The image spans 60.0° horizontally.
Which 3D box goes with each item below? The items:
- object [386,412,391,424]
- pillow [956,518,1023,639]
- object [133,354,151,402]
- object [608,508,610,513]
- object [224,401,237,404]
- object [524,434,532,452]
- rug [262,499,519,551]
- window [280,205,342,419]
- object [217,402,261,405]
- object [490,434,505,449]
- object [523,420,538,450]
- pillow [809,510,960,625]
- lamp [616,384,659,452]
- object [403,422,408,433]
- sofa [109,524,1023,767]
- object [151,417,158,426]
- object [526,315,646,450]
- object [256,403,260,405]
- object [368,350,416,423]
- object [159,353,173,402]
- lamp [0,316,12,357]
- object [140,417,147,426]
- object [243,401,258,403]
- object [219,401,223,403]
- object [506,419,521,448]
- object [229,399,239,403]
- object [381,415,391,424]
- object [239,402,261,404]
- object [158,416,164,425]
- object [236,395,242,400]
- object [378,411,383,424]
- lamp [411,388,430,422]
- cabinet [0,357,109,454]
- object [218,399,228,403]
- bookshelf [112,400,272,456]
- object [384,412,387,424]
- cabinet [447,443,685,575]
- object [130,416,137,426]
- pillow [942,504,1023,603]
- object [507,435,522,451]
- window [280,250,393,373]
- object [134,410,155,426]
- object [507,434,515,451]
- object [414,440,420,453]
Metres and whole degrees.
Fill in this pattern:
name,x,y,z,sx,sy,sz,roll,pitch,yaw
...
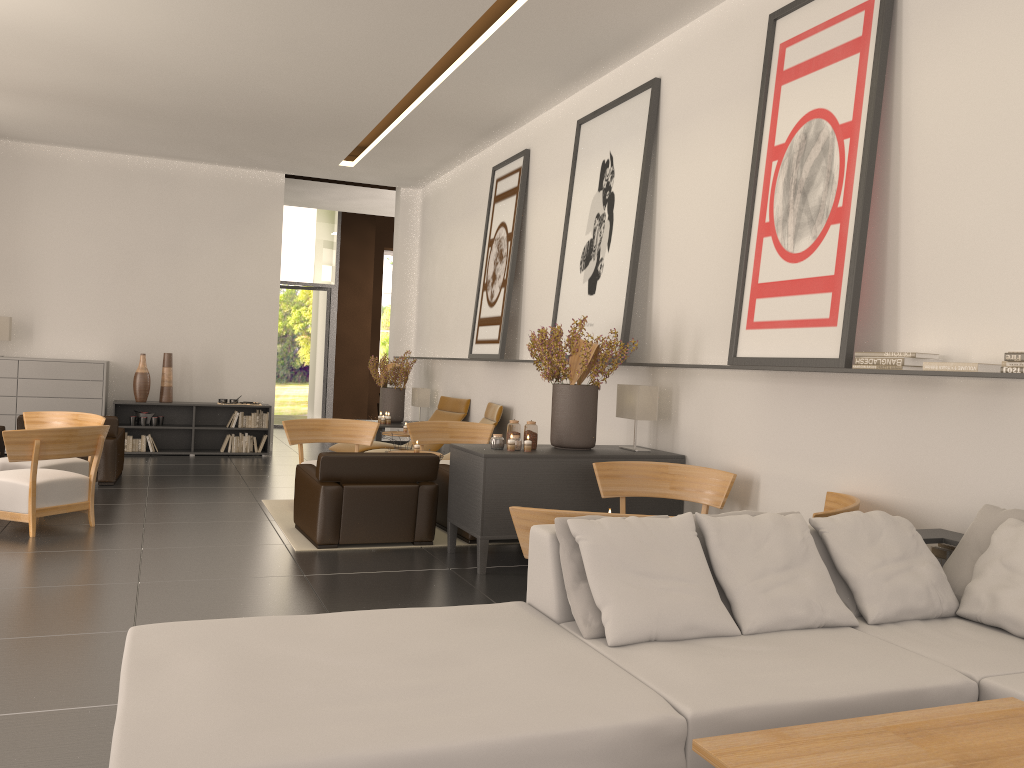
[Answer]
name,x,y,z,sx,sy,sz,roll,pitch,yaw
object,-2.545,0.703,18.271,0.104,0.254,0.104,3,0,29
pillow,3.038,1.136,5.151,0.586,0.596,0.819,2,1,-21
object,-7.538,-0.124,18.069,0.326,0.992,0.327,3,0,2
object,0.825,1.144,7.495,0.080,0.187,0.080,3,0,33
object,-5.971,0.389,18.799,0.292,0.058,0.086,2,1,-35
object,0.171,0.635,9.515,0.080,0.187,0.080,3,0,-12
rug,-1.190,1.849,12.191,3.999,0.010,3.559,2,1,-22
window,-10.053,-2.477,24.780,10.306,7.381,0.100,2,0,-22
object,-5.815,0.425,18.926,0.893,0.003,0.671,2,1,-19
object,-0.160,0.631,9.700,0.158,0.158,0.157,3,1,41
object,0.207,0.561,9.812,0.157,0.325,0.157,3,0,15
pillow,2.323,1.114,5.500,0.797,0.580,0.625,2,1,-21
lamp,1.446,0.392,10.329,0.257,0.757,0.514,3,0,-22
object,-1.896,0.774,15.824,0.080,0.187,0.080,3,0,33
sofa,1.615,1.558,2.946,5.524,1.205,5.607,2,1,-22
object,-7.315,0.770,18.151,0.135,0.179,0.136,3,1,39
object,0.940,-0.027,10.215,1.422,1.553,1.437,3,1,-9
object,-5.411,0.422,18.877,0.112,0.040,0.034,2,1,-32
object,-2.603,0.037,18.886,0.927,1.553,1.586,3,1,7
object,-7.179,-0.132,18.448,0.262,1.025,0.262,3,0,-18
lamp,-10.250,-0.940,17.485,0.619,0.796,0.309,2,0,-22
object,-7.498,0.764,18.049,0.135,0.179,0.136,2,0,-20
object,-5.616,0.389,19.052,0.515,0.015,0.014,3,1,37
object,-6.146,0.391,18.778,0.112,0.040,0.034,3,1,23
object,0.019,0.552,9.857,0.157,0.325,0.157,2,0,-30
object,-5.978,0.371,19.066,0.188,0.082,0.188,2,1,-7
object,-2.587,0.734,18.242,0.207,0.187,0.111,2,1,-35
object,-5.620,0.412,19.038,0.405,0.034,0.293,3,1,26
object,-7.289,0.767,18.383,0.135,0.179,0.136,2,0,-16
object,-5.942,0.321,19.112,0.086,0.152,0.261,3,1,36
object,-2.712,0.694,18.310,0.108,0.254,0.108,3,0,33
lamp,-1.954,0.467,18.898,0.257,0.756,0.514,3,0,-22
cabinet,-9.714,0.421,17.527,3.079,1.876,1.040,2,0,-22
object,-6.188,0.363,18.987,0.188,0.082,0.188,3,1,29
bookshelf,-6.692,0.938,18.600,3.079,1.079,0.740,2,1,-22
object,-2.608,0.697,18.379,0.104,0.254,0.104,3,0,29
cabinet,0.593,1.358,10.025,2.399,1.240,1.120,2,1,-22
object,-7.711,0.754,18.044,0.135,0.179,0.136,2,0,-20
pillow,3.082,1.110,5.481,0.643,0.658,0.883,2,1,-22
object,0.029,0.640,9.655,0.158,0.158,0.157,3,1,41
window,-2.646,-3.888,21.270,99.091,20.581,48.645,2,1,-22
object,-7.565,0.691,18.246,0.413,0.309,0.142,3,0,-7
object,-0.007,0.626,9.527,0.076,0.187,0.076,3,0,-5
object,-1.318,0.871,12.305,0.076,0.187,0.076,3,0,17
